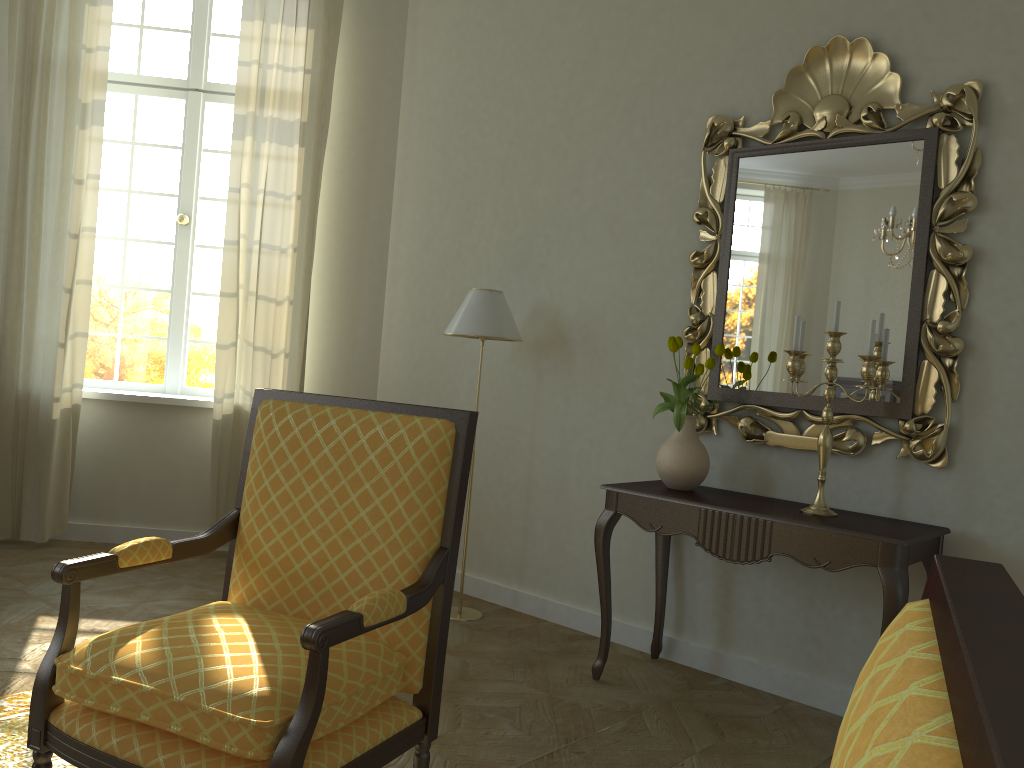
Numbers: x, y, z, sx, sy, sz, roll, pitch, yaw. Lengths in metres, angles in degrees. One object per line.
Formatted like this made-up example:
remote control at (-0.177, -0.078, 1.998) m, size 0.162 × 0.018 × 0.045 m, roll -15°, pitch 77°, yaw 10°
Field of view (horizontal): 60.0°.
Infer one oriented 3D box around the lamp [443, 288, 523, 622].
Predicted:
lamp at (-0.184, 0.328, 4.219) m, size 0.380 × 1.552 × 0.380 m, roll 6°, pitch 1°, yaw 36°

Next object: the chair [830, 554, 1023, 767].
chair at (-0.112, 0.641, 0.505) m, size 0.671 × 1.083 × 0.730 m, roll 5°, pitch 1°, yaw 23°

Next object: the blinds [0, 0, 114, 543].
blinds at (-2.562, -0.825, 4.834) m, size 0.554 × 3.384 × 0.162 m, roll 5°, pitch 1°, yaw 1°

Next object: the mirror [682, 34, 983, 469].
mirror at (1.186, -0.544, 3.442) m, size 1.117 × 1.612 × 0.082 m, roll 6°, pitch 2°, yaw 41°

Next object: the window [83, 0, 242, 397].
window at (-1.954, -1.198, 5.353) m, size 1.400 × 2.550 × 0.181 m, roll 5°, pitch 1°, yaw -4°

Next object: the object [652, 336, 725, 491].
object at (0.687, 0.113, 3.515) m, size 0.242 × 0.609 × 0.264 m, roll 4°, pitch 1°, yaw -19°

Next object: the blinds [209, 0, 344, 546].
blinds at (-1.329, -0.722, 4.968) m, size 0.552 × 3.381 × 0.159 m, roll 5°, pitch 1°, yaw -1°

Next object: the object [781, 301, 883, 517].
object at (1.120, 0.083, 3.139) m, size 0.320 × 0.757 × 0.320 m, roll 5°, pitch 1°, yaw 22°

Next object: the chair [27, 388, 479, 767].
chair at (-0.566, 0.572, 2.000) m, size 0.730 × 1.083 × 0.671 m, roll 5°, pitch 1°, yaw 26°
